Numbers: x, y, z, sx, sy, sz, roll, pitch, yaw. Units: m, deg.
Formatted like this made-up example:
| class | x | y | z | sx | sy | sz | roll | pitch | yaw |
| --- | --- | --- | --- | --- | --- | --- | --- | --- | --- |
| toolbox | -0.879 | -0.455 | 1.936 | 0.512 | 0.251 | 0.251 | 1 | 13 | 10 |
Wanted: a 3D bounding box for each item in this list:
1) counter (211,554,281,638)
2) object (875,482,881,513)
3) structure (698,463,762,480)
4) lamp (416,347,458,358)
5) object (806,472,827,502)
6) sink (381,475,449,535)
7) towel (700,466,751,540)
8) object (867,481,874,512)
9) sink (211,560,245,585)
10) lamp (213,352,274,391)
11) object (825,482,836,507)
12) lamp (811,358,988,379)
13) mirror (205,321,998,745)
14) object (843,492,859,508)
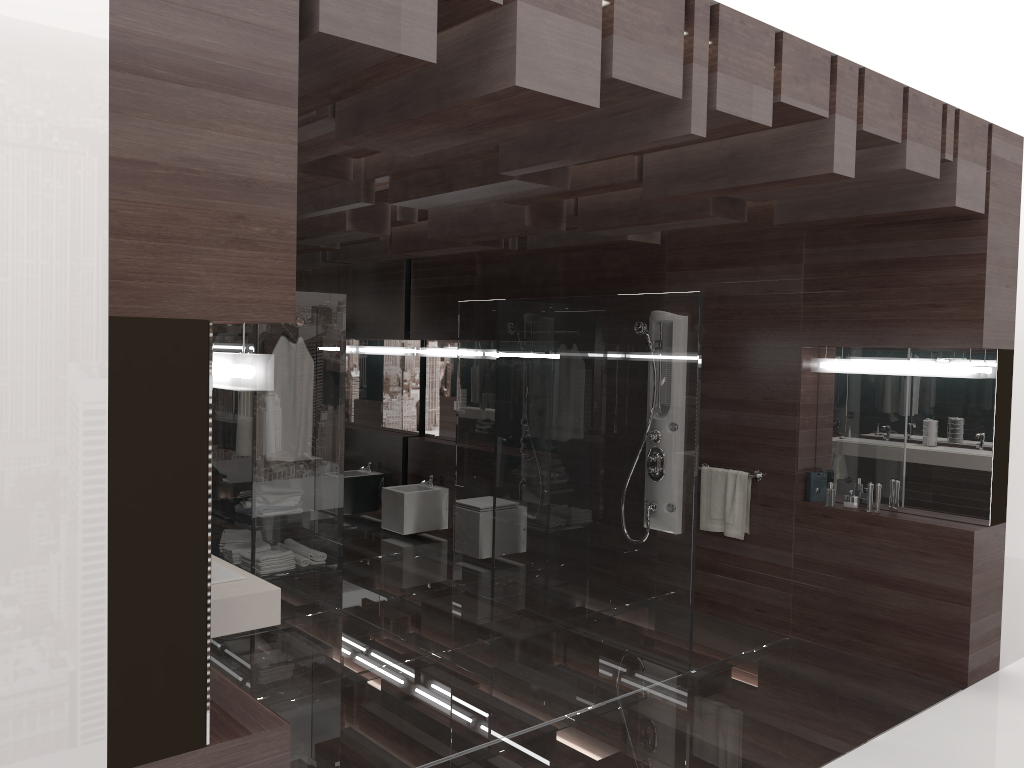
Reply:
| class | x | y | z | sx | sy | sz | roll | pitch | yaw |
| --- | --- | --- | --- | --- | --- | --- | --- | --- | --- |
| counter | -1.642 | 0.749 | 3.742 | 0.488 | 0.131 | 1.954 | -1 | 3 | -40 |
| object | 2.035 | 0.629 | 4.928 | 0.030 | 0.172 | 0.033 | 1 | 2 | -10 |
| structure | 1.350 | 0.549 | 5.549 | 0.071 | 0.061 | 0.455 | -1 | 3 | -40 |
| lamp | -0.558 | -0.280 | 7.973 | 0.082 | 0.082 | 0.950 | -1 | 3 | -40 |
| object | 1.805 | 0.609 | 5.251 | 0.105 | 0.173 | 0.048 | 1 | 2 | -13 |
| sink | -0.855 | 1.048 | 7.833 | 0.469 | 0.456 | 0.357 | -1 | 3 | -40 |
| towel | 1.323 | 0.737 | 5.534 | 0.352 | 0.414 | 0.097 | 3 | 3 | 42 |
| object | 1.996 | 0.627 | 4.943 | 0.033 | 0.172 | 0.030 | 2 | 2 | 13 |
| sink | -1.363 | 0.639 | 3.382 | 0.427 | 0.193 | 0.681 | -1 | 3 | -40 |
| lamp | -0.873 | -0.047 | 2.325 | 0.082 | 0.082 | 0.950 | -1 | 3 | -40 |
| object | 1.829 | 0.634 | 5.092 | 0.052 | 0.139 | 0.027 | 3 | 3 | 34 |
| lamp | 2.093 | -0.090 | 4.871 | 0.082 | 0.082 | 0.950 | -1 | 3 | -40 |
| mirror | -0.731 | 0.183 | 5.162 | 4.126 | 0.916 | 5.081 | -1 | 3 | -40 |
| object | 1.939 | 0.660 | 5.072 | 0.078 | 0.093 | 0.027 | 3 | 3 | 37 |
